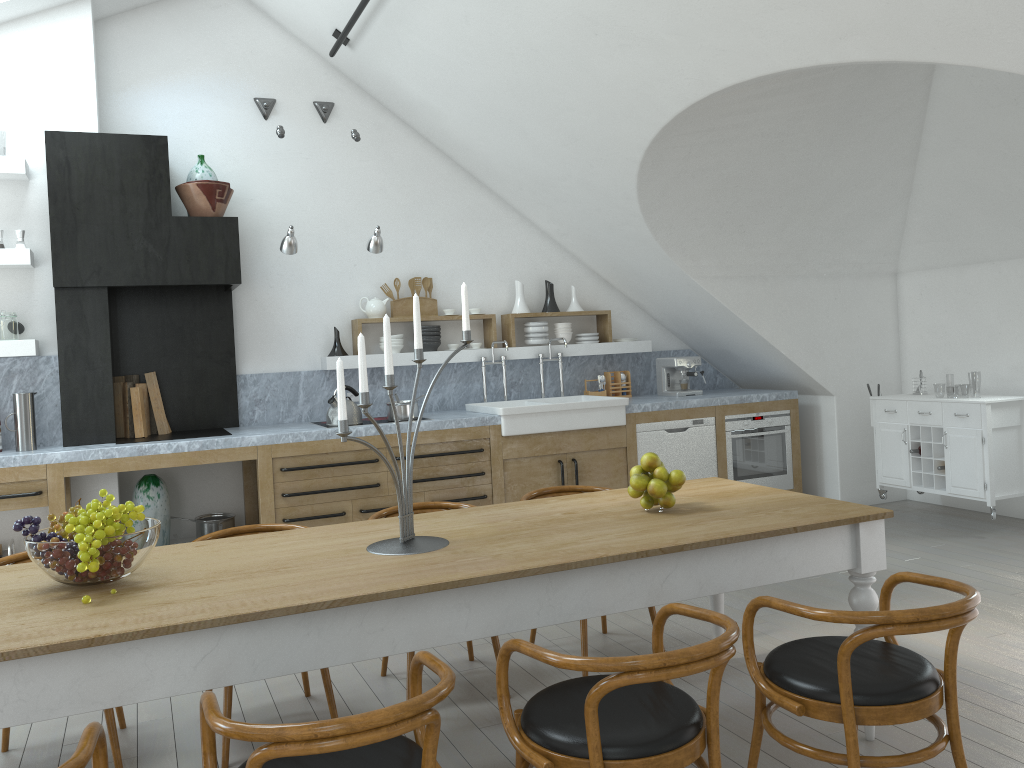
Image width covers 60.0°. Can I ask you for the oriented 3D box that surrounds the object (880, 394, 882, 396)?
[{"bbox_3d":[2.870,0.190,6.888,0.038,0.262,0.038,-3,1,10],"label":"object"}]

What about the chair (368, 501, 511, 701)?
[{"bbox_3d":[-0.326,0.918,3.803,0.527,0.734,0.621,-3,1,-20],"label":"chair"}]

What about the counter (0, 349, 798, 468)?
[{"bbox_3d":[-0.793,-0.004,6.322,6.579,0.619,0.961,-4,2,-23],"label":"counter"}]

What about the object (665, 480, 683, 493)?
[{"bbox_3d":[0.584,0.358,3.229,0.076,0.076,0.077,-2,2,34],"label":"object"}]

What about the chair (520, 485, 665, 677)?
[{"bbox_3d":[0.342,0.873,4.077,0.527,0.734,0.621,-4,1,-26],"label":"chair"}]

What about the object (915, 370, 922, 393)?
[{"bbox_3d":[3.129,-0.018,6.815,0.054,0.175,0.039,-3,1,-23],"label":"object"}]

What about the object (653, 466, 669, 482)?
[{"bbox_3d":[0.533,0.324,3.172,0.053,0.057,0.058,-3,1,-8],"label":"object"}]

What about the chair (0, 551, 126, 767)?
[{"bbox_3d":[-1.661,1.009,3.235,0.527,0.734,0.621,-3,1,-23],"label":"chair"}]

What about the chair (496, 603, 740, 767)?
[{"bbox_3d":[0.286,0.948,2.237,0.527,0.734,0.621,-4,1,-28],"label":"chair"}]

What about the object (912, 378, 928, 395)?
[{"bbox_3d":[3.130,0.018,6.804,0.067,0.138,0.101,-3,1,-23],"label":"object"}]

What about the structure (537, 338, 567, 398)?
[{"bbox_3d":[0.387,-0.097,6.947,0.214,0.529,0.332,-4,1,-42],"label":"structure"}]

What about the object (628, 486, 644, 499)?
[{"bbox_3d":[0.451,0.388,3.227,0.059,0.056,0.059,-4,2,-28],"label":"object"}]

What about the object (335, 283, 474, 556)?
[{"bbox_3d":[-0.310,0.082,2.902,0.265,0.875,0.775,-2,1,41],"label":"object"}]

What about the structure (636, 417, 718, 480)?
[{"bbox_3d":[1.141,0.678,6.936,0.724,0.822,0.598,-3,1,-23],"label":"structure"}]

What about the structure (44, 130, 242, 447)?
[{"bbox_3d":[-2.352,-0.598,5.765,1.076,1.884,0.780,-3,1,-23],"label":"structure"}]

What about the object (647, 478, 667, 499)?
[{"bbox_3d":[0.515,0.371,3.146,0.071,0.072,0.070,-2,2,32],"label":"object"}]

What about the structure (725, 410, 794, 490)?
[{"bbox_3d":[1.832,0.536,7.227,0.633,0.636,0.631,-4,1,-23],"label":"structure"}]

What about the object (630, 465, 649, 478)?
[{"bbox_3d":[0.465,0.332,3.245,0.066,0.071,0.072,-2,2,36],"label":"object"}]

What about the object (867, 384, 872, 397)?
[{"bbox_3d":[2.822,0.130,6.919,0.088,0.268,0.029,-2,1,40],"label":"object"}]

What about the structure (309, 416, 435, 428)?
[{"bbox_3d":[-0.987,0.277,6.161,0.738,0.041,0.647,-4,2,-23],"label":"structure"}]

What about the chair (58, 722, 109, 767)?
[{"bbox_3d":[-1.041,1.039,1.645,0.527,0.734,0.621,-3,1,-20],"label":"chair"}]

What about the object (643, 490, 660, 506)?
[{"bbox_3d":[0.521,0.408,3.253,0.080,0.074,0.078,-2,2,22],"label":"object"}]

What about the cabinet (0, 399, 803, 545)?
[{"bbox_3d":[-0.810,0.820,6.280,6.432,1.022,1.004,-4,2,-23],"label":"cabinet"}]

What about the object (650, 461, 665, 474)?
[{"bbox_3d":[0.536,0.311,3.291,0.062,0.059,0.062,-4,2,-22],"label":"object"}]

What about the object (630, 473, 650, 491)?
[{"bbox_3d":[0.458,0.352,3.172,0.072,0.064,0.071,-4,2,-30],"label":"object"}]

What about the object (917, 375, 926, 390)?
[{"bbox_3d":[3.136,-0.003,6.806,0.029,0.137,0.097,-3,1,-20],"label":"object"}]

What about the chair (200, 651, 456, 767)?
[{"bbox_3d":[-0.389,0.993,1.967,0.527,0.734,0.621,-3,1,-23],"label":"chair"}]

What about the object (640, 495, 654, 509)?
[{"bbox_3d":[0.487,0.427,3.196,0.051,0.050,0.050,-3,1,-19],"label":"object"}]

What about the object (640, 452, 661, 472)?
[{"bbox_3d":[0.503,0.284,3.217,0.072,0.074,0.072,-4,1,-23],"label":"object"}]

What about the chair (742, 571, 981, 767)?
[{"bbox_3d":[0.977,0.903,2.456,0.527,0.734,0.621,-3,1,-20],"label":"chair"}]

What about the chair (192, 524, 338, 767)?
[{"bbox_3d":[-0.972,0.964,3.463,0.527,0.734,0.621,-4,1,-26],"label":"chair"}]

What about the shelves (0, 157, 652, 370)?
[{"bbox_3d":[-1.389,-0.777,6.320,5.554,1.361,0.480,-4,1,-29],"label":"shelves"}]

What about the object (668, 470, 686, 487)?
[{"bbox_3d":[0.590,0.337,3.172,0.063,0.063,0.062,-2,2,29],"label":"object"}]

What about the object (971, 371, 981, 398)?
[{"bbox_3d":[3.249,0.007,6.201,0.063,0.187,0.063,-3,1,-38],"label":"object"}]

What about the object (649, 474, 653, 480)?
[{"bbox_3d":[0.504,0.357,3.290,0.062,0.059,0.062,-3,2,-19],"label":"object"}]

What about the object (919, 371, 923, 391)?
[{"bbox_3d":[3.128,-0.015,6.780,0.024,0.164,0.039,-3,1,-10],"label":"object"}]

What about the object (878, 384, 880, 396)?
[{"bbox_3d":[2.844,0.131,6.869,0.029,0.268,0.088,-3,1,4],"label":"object"}]

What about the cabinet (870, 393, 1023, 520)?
[{"bbox_3d":[3.149,0.488,6.451,0.497,0.789,1.134,-3,2,-23],"label":"cabinet"}]

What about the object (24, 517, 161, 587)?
[{"bbox_3d":[-1.206,0.499,2.569,0.360,0.159,0.360,-5,3,-43],"label":"object"}]

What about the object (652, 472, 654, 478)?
[{"bbox_3d":[0.538,0.329,3.240,0.053,0.050,0.053,-2,2,38],"label":"object"}]

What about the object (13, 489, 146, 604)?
[{"bbox_3d":[-1.213,0.437,2.539,0.393,0.284,0.292,-2,2,31],"label":"object"}]

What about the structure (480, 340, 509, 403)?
[{"bbox_3d":[-0.062,-0.067,6.756,0.214,0.529,0.332,-4,1,-42],"label":"structure"}]

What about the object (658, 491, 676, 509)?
[{"bbox_3d":[0.556,0.416,3.188,0.064,0.063,0.063,-3,1,-12],"label":"object"}]
